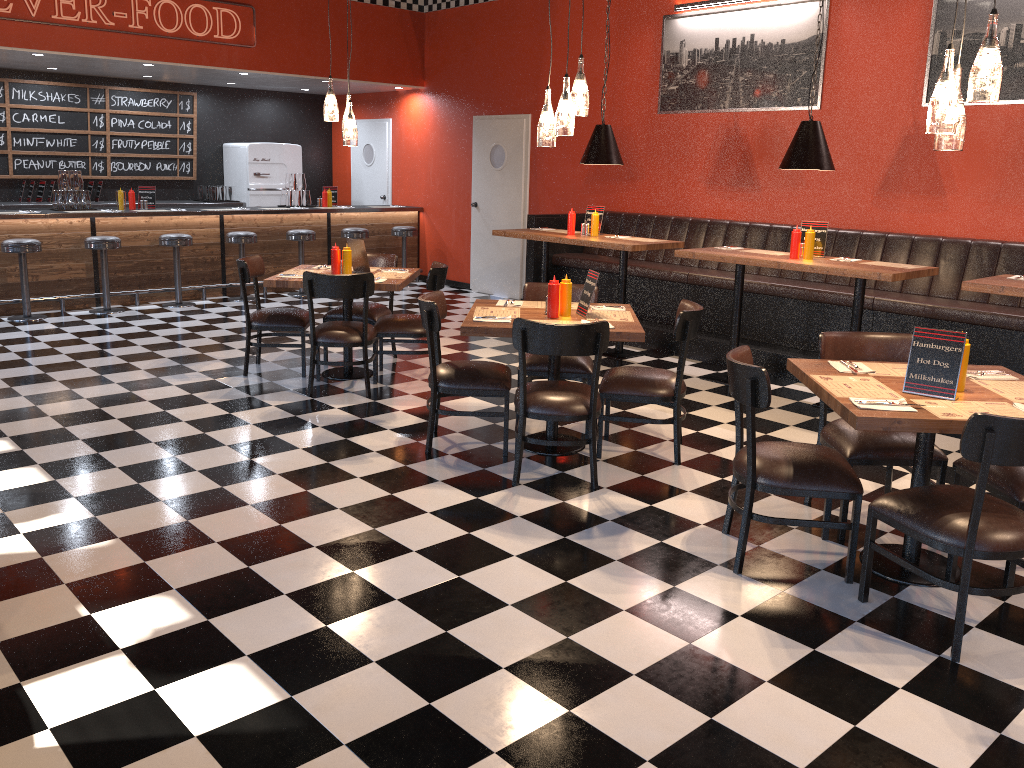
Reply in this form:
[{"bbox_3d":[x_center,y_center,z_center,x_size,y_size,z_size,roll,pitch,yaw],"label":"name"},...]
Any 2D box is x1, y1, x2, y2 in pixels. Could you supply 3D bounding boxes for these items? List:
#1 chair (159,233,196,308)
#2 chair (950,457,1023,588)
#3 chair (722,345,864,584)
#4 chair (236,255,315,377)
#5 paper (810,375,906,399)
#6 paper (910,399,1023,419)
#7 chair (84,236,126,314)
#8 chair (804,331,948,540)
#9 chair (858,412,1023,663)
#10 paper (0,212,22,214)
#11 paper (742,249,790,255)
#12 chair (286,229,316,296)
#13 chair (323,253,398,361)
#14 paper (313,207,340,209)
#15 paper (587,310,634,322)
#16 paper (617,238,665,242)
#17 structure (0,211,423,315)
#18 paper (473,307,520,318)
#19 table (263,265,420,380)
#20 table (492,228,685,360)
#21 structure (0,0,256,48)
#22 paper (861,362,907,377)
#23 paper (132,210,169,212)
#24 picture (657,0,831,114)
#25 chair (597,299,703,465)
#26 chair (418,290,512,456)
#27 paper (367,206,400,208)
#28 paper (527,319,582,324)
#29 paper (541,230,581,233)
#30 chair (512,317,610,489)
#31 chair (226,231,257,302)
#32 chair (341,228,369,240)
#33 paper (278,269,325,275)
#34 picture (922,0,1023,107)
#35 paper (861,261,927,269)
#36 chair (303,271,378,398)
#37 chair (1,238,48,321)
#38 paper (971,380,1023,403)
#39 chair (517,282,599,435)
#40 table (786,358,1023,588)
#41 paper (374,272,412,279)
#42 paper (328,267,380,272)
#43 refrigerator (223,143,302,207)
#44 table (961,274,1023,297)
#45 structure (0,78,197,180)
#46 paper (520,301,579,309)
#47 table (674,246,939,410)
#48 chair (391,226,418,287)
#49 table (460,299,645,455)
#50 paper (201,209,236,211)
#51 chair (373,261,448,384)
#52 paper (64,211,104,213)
[{"bbox_3d":[-3.633,-1.240,9.616,0.348,0.768,0.351,2,12,2],"label":"chair"},{"bbox_3d":[2.203,0.353,3.658,0.544,0.860,0.491,0,12,-5],"label":"chair"},{"bbox_3d":[1.144,0.312,3.708,0.544,0.860,0.491,3,12,6],"label":"chair"},{"bbox_3d":[-1.808,-0.529,6.766,0.544,0.860,0.491,1,12,-3],"label":"chair"},{"bbox_3d":[1.377,0.010,3.551,0.261,0.001,0.369,2,14,1],"label":"paper"},{"bbox_3d":[1.693,0.095,3.241,0.365,0.001,0.263,2,14,1],"label":"paper"},{"bbox_3d":[-4.189,-1.131,9.117,0.348,0.768,0.351,1,12,-3],"label":"chair"},{"bbox_3d":[1.690,0.219,4.142,0.486,0.860,0.549,1,12,-3],"label":"chair"},{"bbox_3d":[1.644,0.461,3.164,0.487,0.860,0.549,-3,13,-19],"label":"chair"},{"bbox_3d":[-5.043,-1.701,8.805,0.366,0.001,0.262,-10,18,-40],"label":"paper"},{"bbox_3d":[1.950,-1.005,6.763,0.262,0.001,0.367,-10,18,-39],"label":"paper"},{"bbox_3d":[-2.521,-1.458,10.613,0.349,0.768,0.350,-9,16,-41],"label":"chair"},{"bbox_3d":[-1.207,-0.613,7.171,0.487,0.860,0.549,5,13,14],"label":"chair"},{"bbox_3d":[-2.304,-2.240,11.265,0.367,0.001,0.262,-11,19,-41],"label":"paper"},{"bbox_3d":[0.557,-0.393,5.081,0.261,0.001,0.369,2,14,3],"label":"paper"},{"bbox_3d":[1.125,-1.242,7.626,0.262,0.001,0.367,-10,18,-39],"label":"paper"},{"bbox_3d":[-3.839,-1.331,9.786,7.067,1.030,0.217,-11,17,-41],"label":"structure"},{"bbox_3d":[-0.084,-0.412,5.088,0.261,0.001,0.369,2,14,0],"label":"paper"},{"bbox_3d":[-1.243,-0.448,6.698,0.956,0.767,0.969,2,13,2],"label":"table"},{"bbox_3d":[0.628,-0.840,8.008,0.698,0.991,1.701,-10,17,-41],"label":"table"},{"bbox_3d":[-3.958,-3.787,8.981,2.886,0.435,0.122,-11,17,-41],"label":"structure"},{"bbox_3d":[1.709,-0.060,3.869,0.365,0.001,0.263,2,14,4],"label":"paper"},{"bbox_3d":[-3.962,-1.907,9.748,0.366,0.001,0.262,-10,18,-40],"label":"paper"},{"bbox_3d":[2.078,-2.998,8.187,0.023,0.931,1.780,-9,17,-41],"label":"picture"},{"bbox_3d":[0.787,-0.035,5.063,0.545,0.860,0.490,4,12,11],"label":"chair"},{"bbox_3d":[-0.273,-0.076,5.113,0.544,0.860,0.491,1,12,0],"label":"chair"},{"bbox_3d":[-1.711,-2.357,11.798,0.366,0.001,0.263,-7,16,-31],"label":"paper"},{"bbox_3d":[0.222,-0.319,4.746,0.365,0.001,0.263,2,14,1],"label":"paper"},{"bbox_3d":[0.485,-1.433,8.323,0.262,0.001,0.367,-10,18,-39],"label":"paper"},{"bbox_3d":[0.241,0.059,4.629,0.486,0.860,0.549,2,12,2],"label":"chair"},{"bbox_3d":[-3.077,-1.349,10.115,0.348,0.768,0.351,2,12,2],"label":"chair"},{"bbox_3d":[-1.965,-1.567,11.112,0.349,0.768,0.350,-8,15,-37],"label":"chair"},{"bbox_3d":[-1.567,-0.832,6.616,0.261,0.001,0.369,2,14,2],"label":"paper"},{"bbox_3d":[3.854,-2.476,6.281,0.023,0.931,1.780,-9,17,-41],"label":"picture"},{"bbox_3d":[2.618,-0.817,6.081,0.262,0.001,0.367,-10,18,-39],"label":"paper"},{"bbox_3d":[-1.194,-0.379,6.231,0.486,0.860,0.549,1,12,-3],"label":"chair"},{"bbox_3d":[-4.745,-1.021,8.619,0.348,0.768,0.351,3,12,7],"label":"chair"},{"bbox_3d":[2.046,0.031,3.540,0.261,0.001,0.369,2,14,1],"label":"paper"},{"bbox_3d":[0.287,-0.184,5.607,0.486,0.860,0.549,3,12,5],"label":"chair"},{"bbox_3d":[1.706,0.391,3.642,0.960,0.767,0.965,2,13,2],"label":"table"},{"bbox_3d":[-0.898,-0.809,6.593,0.261,0.001,0.369,2,14,2],"label":"paper"},{"bbox_3d":[-1.229,-0.901,6.929,0.365,0.001,0.263,3,14,5],"label":"paper"},{"bbox_3d":[-3.473,-2.473,12.476,0.805,1.787,0.854,-9,16,-41],"label":"refrigerator"},{"bbox_3d":[3.473,-0.003,4.956,0.698,0.991,1.701,-10,17,-41],"label":"table"},{"bbox_3d":[-5.957,-3.013,10.477,4.560,1.136,0.201,-11,17,-41],"label":"structure"},{"bbox_3d":[0.231,-0.482,5.402,0.365,0.001,0.263,2,14,1],"label":"paper"},{"bbox_3d":[2.054,-0.420,6.478,0.698,0.991,1.701,-10,17,-41],"label":"table"},{"bbox_3d":[-1.409,-1.676,11.610,0.348,0.768,0.351,2,12,2],"label":"chair"},{"bbox_3d":[0.222,-0.023,5.148,0.960,0.767,0.965,2,13,2],"label":"table"},{"bbox_3d":[-3.381,-2.020,10.263,0.262,0.001,0.367,14,19,42],"label":"paper"},{"bbox_3d":[-0.755,-0.469,6.643,0.544,0.860,0.491,1,12,-3],"label":"chair"},{"bbox_3d":[-4.476,-1.808,9.296,0.366,0.001,0.262,-10,18,-40],"label":"paper"}]
